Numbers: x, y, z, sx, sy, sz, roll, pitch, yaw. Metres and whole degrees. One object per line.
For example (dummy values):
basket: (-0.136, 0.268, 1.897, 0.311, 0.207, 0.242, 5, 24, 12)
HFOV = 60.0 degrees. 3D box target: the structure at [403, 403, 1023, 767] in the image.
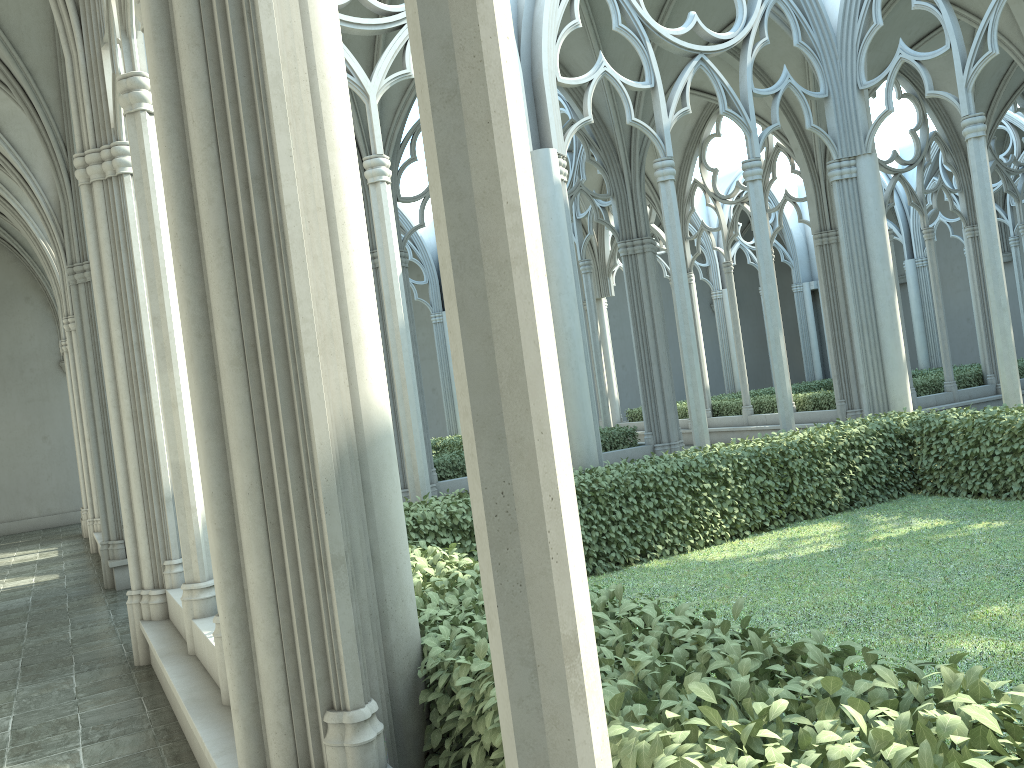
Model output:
structure: (2.947, 0.885, 5.383, 8.018, 0.963, 7.995, -7, -1, -28)

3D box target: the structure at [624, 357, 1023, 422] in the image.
structure: (8.442, 0.400, 23.031, 8.018, 0.963, 7.995, -7, -1, -28)

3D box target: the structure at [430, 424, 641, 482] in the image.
structure: (-3.040, 1.848, 16.969, 8.018, 0.963, 7.995, -7, -1, -28)
